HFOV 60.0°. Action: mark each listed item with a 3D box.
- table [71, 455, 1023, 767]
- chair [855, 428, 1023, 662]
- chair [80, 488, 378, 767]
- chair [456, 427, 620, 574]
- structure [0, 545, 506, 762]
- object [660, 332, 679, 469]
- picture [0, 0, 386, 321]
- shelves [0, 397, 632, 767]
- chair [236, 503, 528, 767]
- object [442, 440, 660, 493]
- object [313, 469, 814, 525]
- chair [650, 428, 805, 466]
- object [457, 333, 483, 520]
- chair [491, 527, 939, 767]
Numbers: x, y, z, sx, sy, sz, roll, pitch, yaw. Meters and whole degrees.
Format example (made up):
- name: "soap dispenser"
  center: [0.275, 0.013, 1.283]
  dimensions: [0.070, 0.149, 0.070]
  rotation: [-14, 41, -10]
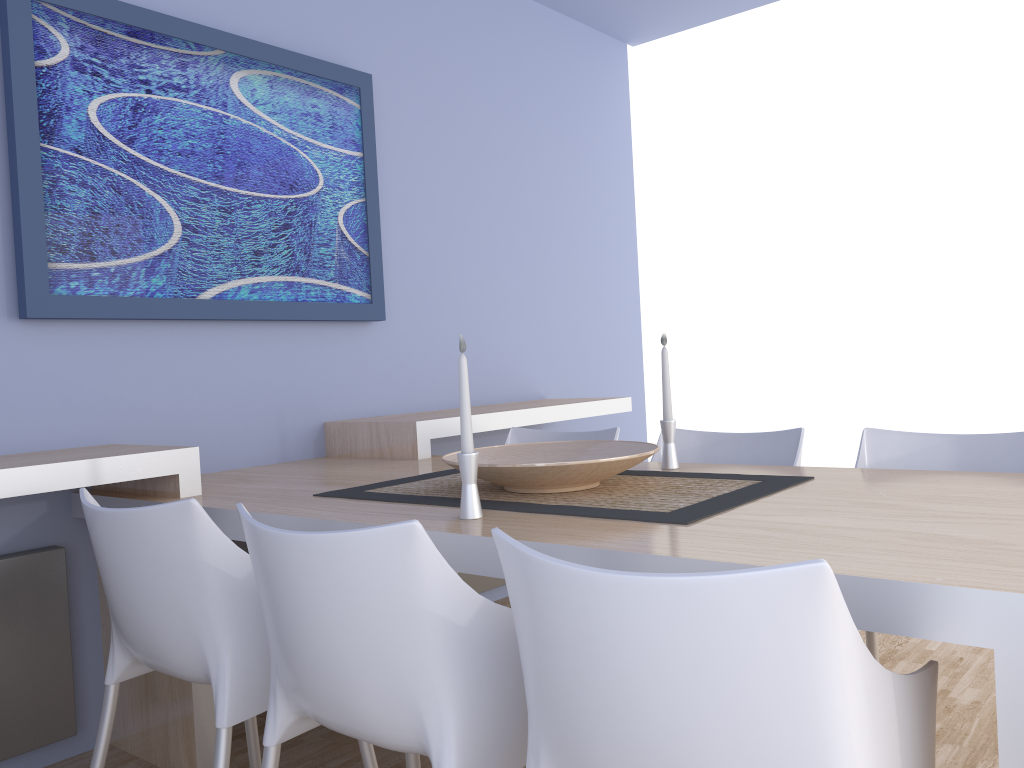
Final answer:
- name: "table"
  center: [0.026, 0.599, 2.092]
  dimensions: [2.340, 0.718, 1.002]
  rotation: [-2, 1, 39]
- name: "chair"
  center: [0.996, 0.510, 2.037]
  dimensions: [0.510, 0.793, 0.486]
  rotation: [-2, 1, 39]
- name: "chair"
  center: [-0.617, 0.601, 1.879]
  dimensions: [0.510, 0.793, 0.486]
  rotation: [-2, 1, 39]
- name: "chair"
  center: [0.083, 0.545, 2.787]
  dimensions: [0.510, 0.793, 0.486]
  rotation: [-2, 1, 39]
- name: "structure"
  center: [-0.968, 0.666, 2.646]
  dimensions: [0.064, 0.503, 3.843]
  rotation: [-2, 1, 39]
- name: "object"
  center: [0.395, 0.040, 2.258]
  dimensions: [0.045, 0.349, 0.045]
  rotation: [-2, 1, 39]
- name: "picture"
  center: [-0.903, -0.652, 2.787]
  dimensions: [0.049, 0.901, 1.252]
  rotation: [-2, 1, 39]
- name: "shelves"
  center: [-0.875, 0.579, 2.478]
  dimensions: [0.463, 0.840, 3.901]
  rotation: [-2, 1, 39]
- name: "chair"
  center: [-0.173, 0.584, 1.514]
  dimensions: [0.510, 0.793, 0.486]
  rotation: [-2, 1, 39]
- name: "object"
  center: [0.089, 0.193, 2.022]
  dimensions: [0.493, 0.081, 0.493]
  rotation: [-4, 1, -32]
- name: "object"
  center: [0.095, 0.235, 2.024]
  dimensions: [0.986, 0.005, 0.594]
  rotation: [-2, 1, 39]
- name: "chair"
  center: [0.536, 0.528, 2.414]
  dimensions: [0.510, 0.793, 0.486]
  rotation: [-2, 1, 40]
- name: "object"
  center: [-0.086, 0.078, 1.671]
  dimensions: [0.045, 0.349, 0.045]
  rotation: [-3, 1, -9]
- name: "chair"
  center: [0.270, 0.567, 1.150]
  dimensions: [0.510, 0.793, 0.486]
  rotation: [-2, 1, 39]
